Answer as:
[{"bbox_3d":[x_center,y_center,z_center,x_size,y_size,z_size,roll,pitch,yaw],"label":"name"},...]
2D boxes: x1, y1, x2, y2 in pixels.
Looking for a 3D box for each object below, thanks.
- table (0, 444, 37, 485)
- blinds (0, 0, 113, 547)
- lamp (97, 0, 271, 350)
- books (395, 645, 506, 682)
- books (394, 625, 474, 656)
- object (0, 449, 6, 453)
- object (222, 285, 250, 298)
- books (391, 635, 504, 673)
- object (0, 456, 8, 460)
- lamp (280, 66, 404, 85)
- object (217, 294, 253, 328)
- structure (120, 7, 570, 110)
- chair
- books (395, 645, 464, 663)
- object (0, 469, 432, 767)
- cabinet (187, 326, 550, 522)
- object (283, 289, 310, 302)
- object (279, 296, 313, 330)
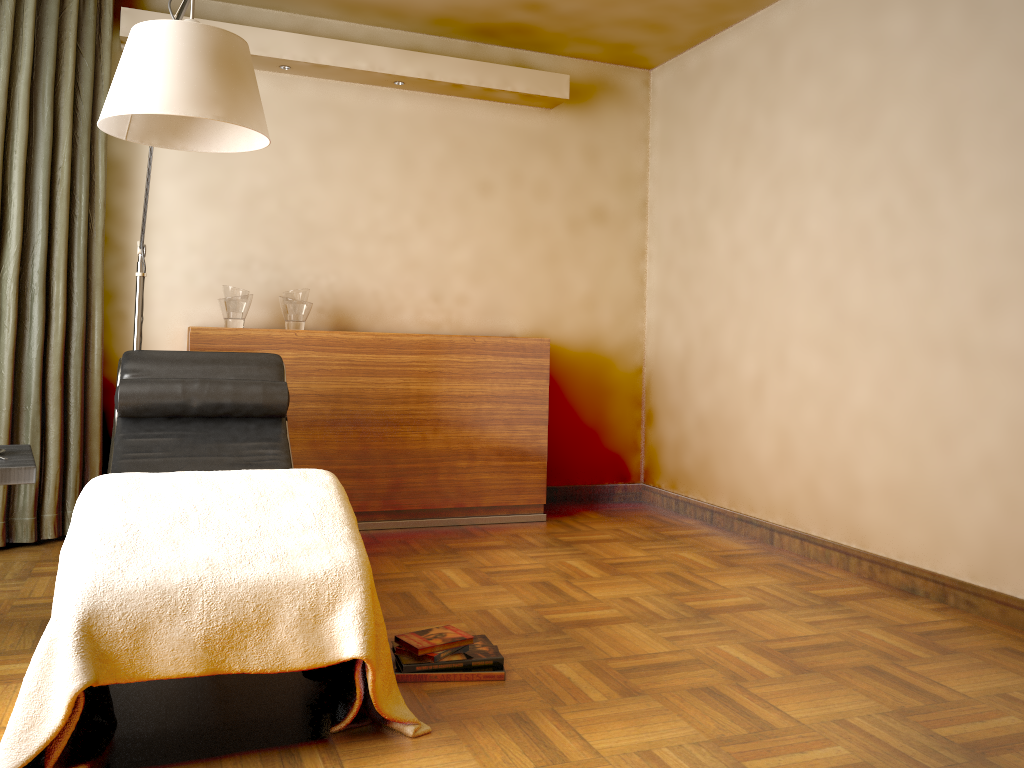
[{"bbox_3d":[-1.537,0.214,2.293,0.517,0.045,0.499,0,3,-30],"label":"table"},{"bbox_3d":[-2.118,-0.589,3.182,0.224,2.461,1.528,0,-2,24],"label":"blinds"},{"bbox_3d":[-1.063,-0.244,2.887,0.451,1.973,1.413,2,-1,-18],"label":"lamp"},{"bbox_3d":[-0.168,0.737,2.332,0.280,0.022,0.200,1,2,-7],"label":"books"},{"bbox_3d":[-0.206,0.677,2.341,0.172,0.018,0.123,0,3,-37],"label":"books"},{"bbox_3d":[-1.449,0.186,2.376,0.150,0.009,0.150,1,2,-16],"label":"object"},{"bbox_3d":[-1.248,-0.368,3.979,0.122,0.150,0.122,2,-1,-39],"label":"object"},{"bbox_3d":[-0.175,0.715,2.348,0.264,0.020,0.189,1,2,-17],"label":"books"},{"bbox_3d":[-1.362,0.184,2.324,0.123,0.019,0.029,3,2,38],"label":"object"},{"bbox_3d":[-1.086,-1.539,4.267,1.156,0.028,0.050,1,1,-21],"label":"lamp"},{"bbox_3d":[-1.249,-0.329,3.977,0.155,0.155,0.155,2,0,25],"label":"object"},{"bbox_3d":[-0.759,-1.591,4.407,2.176,0.130,0.273,1,2,-21],"label":"structure"},{"bbox_3d":[-0.901,0.313,2.628,0.635,0.799,1.788,2,1,-21],"label":"chair"},{"bbox_3d":[-0.211,0.695,2.346,0.123,0.018,0.172,3,3,28],"label":"books"},{"bbox_3d":[-0.728,0.489,2.123,0.916,0.522,0.909,1,1,-21],"label":"object"},{"bbox_3d":[-0.677,0.186,4.228,1.672,0.865,0.415,1,-1,-21],"label":"cabinet"},{"bbox_3d":[-0.998,-0.365,4.076,0.122,0.150,0.122,2,-1,-42],"label":"object"},{"bbox_3d":[-0.999,-0.326,4.075,0.155,0.155,0.156,2,0,-31],"label":"object"}]
